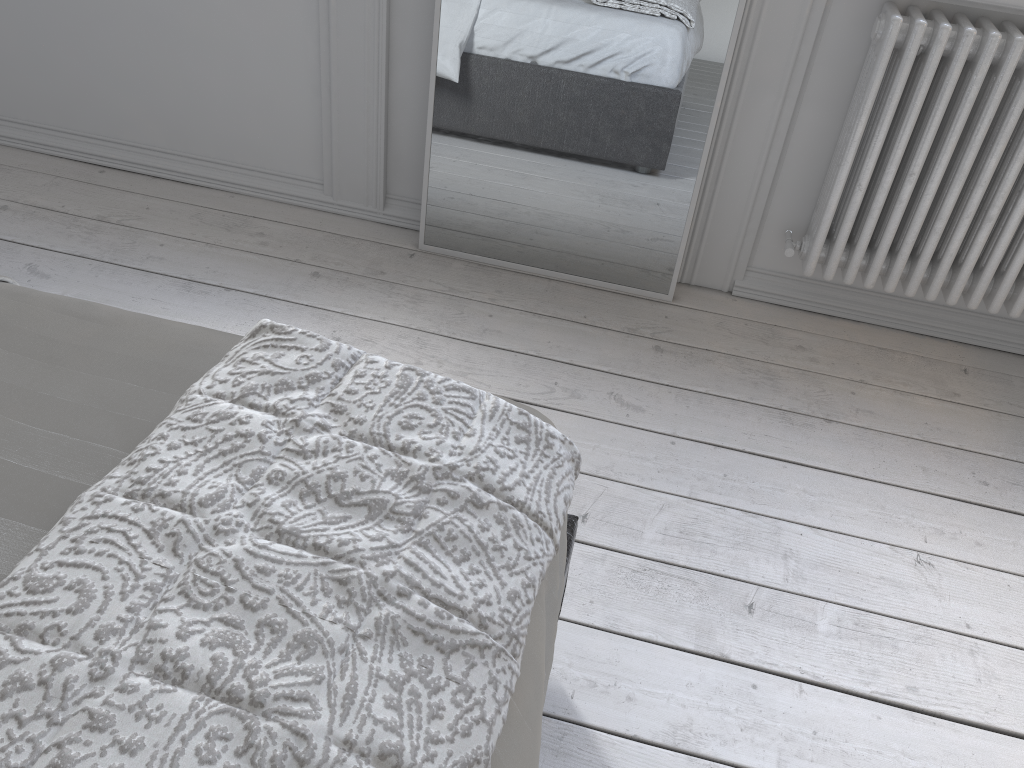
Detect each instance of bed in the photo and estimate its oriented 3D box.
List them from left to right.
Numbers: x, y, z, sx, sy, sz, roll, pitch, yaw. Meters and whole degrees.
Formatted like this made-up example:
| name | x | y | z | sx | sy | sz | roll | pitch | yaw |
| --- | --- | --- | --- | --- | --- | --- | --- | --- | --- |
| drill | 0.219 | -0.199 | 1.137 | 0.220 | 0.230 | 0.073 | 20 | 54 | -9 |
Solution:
| name | x | y | z | sx | sy | sz | roll | pitch | yaw |
| --- | --- | --- | --- | --- | --- | --- | --- | --- | --- |
| bed | -1.087 | 0.197 | 0.483 | 2.176 | 1.166 | 1.891 | 13 | 37 | 7 |

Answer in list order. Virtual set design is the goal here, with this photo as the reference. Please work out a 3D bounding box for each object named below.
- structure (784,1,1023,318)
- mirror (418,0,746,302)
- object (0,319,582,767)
| name | x | y | z | sx | sy | sz | roll | pitch | yaw |
| --- | --- | --- | --- | --- | --- | --- | --- | --- | --- |
| structure | 1.149 | -0.463 | 1.972 | 0.935 | 0.599 | 0.216 | 13 | 37 | 7 |
| mirror | 0.175 | -0.933 | 1.867 | 0.669 | 1.552 | 0.145 | 13 | 37 | 7 |
| object | -0.274 | 0.403 | 0.388 | 0.405 | 0.104 | 1.462 | 13 | 37 | 7 |
